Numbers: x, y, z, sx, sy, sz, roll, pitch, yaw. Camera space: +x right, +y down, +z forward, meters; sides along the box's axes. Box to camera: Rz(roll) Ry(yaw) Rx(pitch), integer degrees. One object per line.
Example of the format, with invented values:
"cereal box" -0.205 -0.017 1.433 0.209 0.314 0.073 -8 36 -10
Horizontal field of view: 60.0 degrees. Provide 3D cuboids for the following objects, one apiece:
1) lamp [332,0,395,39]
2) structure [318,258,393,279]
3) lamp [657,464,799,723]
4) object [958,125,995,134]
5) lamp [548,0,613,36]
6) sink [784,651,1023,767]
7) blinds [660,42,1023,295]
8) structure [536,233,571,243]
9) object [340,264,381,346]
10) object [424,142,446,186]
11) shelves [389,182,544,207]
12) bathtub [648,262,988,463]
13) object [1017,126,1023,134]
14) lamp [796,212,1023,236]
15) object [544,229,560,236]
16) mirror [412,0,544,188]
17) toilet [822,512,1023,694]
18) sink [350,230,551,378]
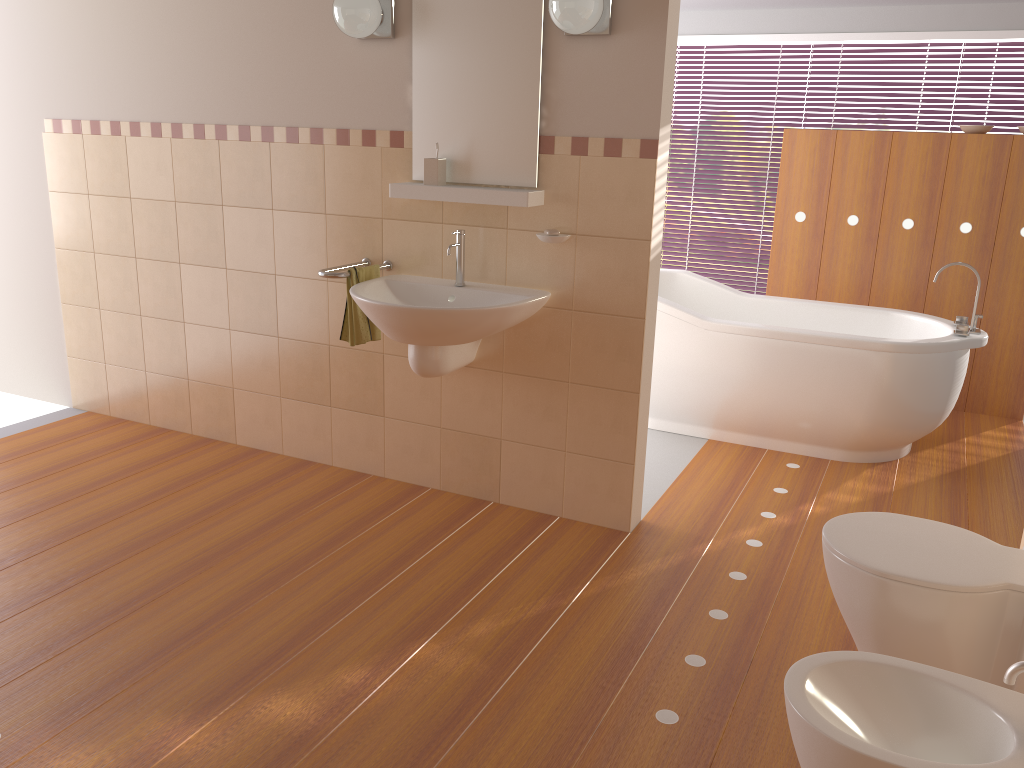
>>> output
"lamp" -0.535 -1.309 3.126 0.173 0.173 0.209 9 18 24
"structure" -0.597 -0.428 3.321 0.142 0.042 0.333 9 18 24
"lamp" -0.761 0.474 3.380 3.173 0.001 2.893 9 18 24
"object" 2.424 -1.327 4.634 0.173 0.046 0.173 9 18 24
"lamp" 0.208 -1.189 2.787 0.173 0.173 0.209 9 18 24
"sink" 0.737 0.690 1.576 0.515 0.517 0.335 9 18 24
"blinds" 2.463 -1.306 6.204 4.712 2.022 0.032 9 18 24
"structure" 0.135 -0.503 3.075 0.117 0.029 0.092 9 18 24
"object" -0.551 -0.296 3.329 0.085 0.306 0.181 15 21 39
"object" -0.278 -0.787 3.170 0.063 0.149 0.073 9 18 24
"shelves" -0.165 -0.675 3.152 0.554 0.050 0.138 9 18 24
"bathtub" 1.293 -0.222 4.404 1.874 0.900 0.888 9 18 24
"object" 2.668 -1.288 4.522 0.173 0.046 0.173 9 18 24
"lamp" 2.125 -0.858 4.757 1.169 0.052 0.001 9 18 24
"object" 0.138 -0.524 3.069 0.050 0.023 0.075 -1 16 -10
"mirror" -0.129 -1.103 3.079 0.502 0.799 0.008 9 18 24
"toilet" 1.015 0.588 2.171 0.534 0.400 0.375 9 18 24
"sink" -0.263 -0.261 3.085 0.683 0.516 0.539 9 18 24
